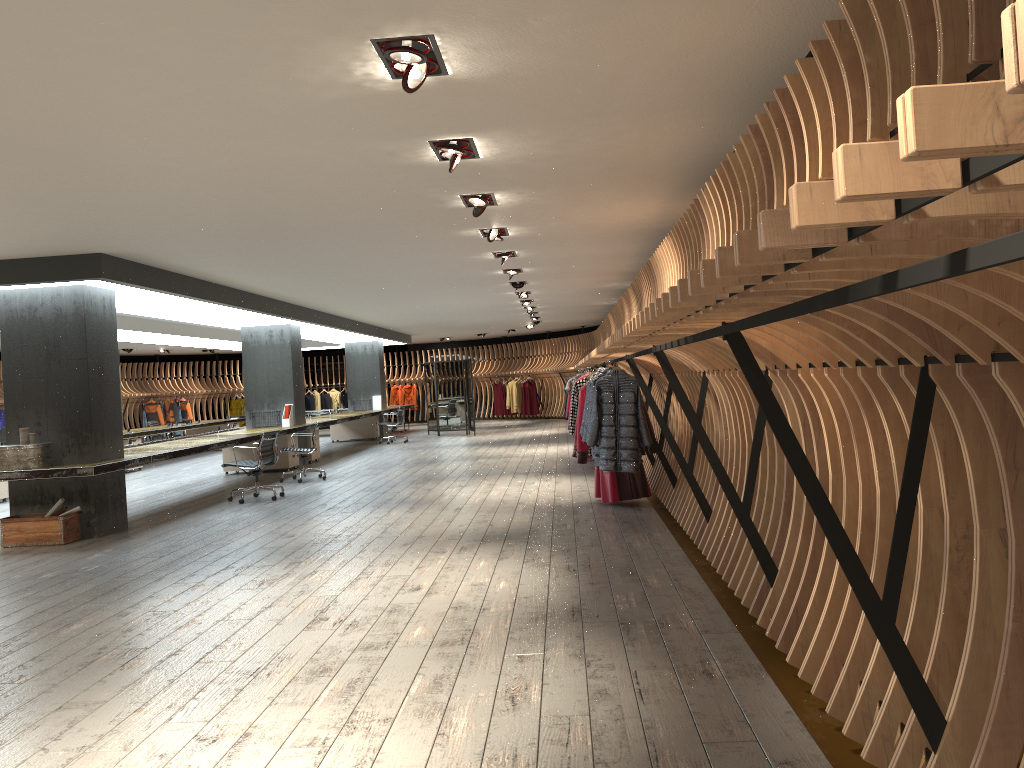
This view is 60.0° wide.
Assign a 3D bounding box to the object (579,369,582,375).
[{"bbox_3d":[1.552,-0.190,19.746,0.525,0.270,0.012,-3,-1,3],"label":"object"}]

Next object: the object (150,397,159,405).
[{"bbox_3d":[-10.808,0.522,26.598,0.525,0.270,0.012,-3,-1,18],"label":"object"}]

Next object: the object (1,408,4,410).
[{"bbox_3d":[-11.603,0.606,20.231,0.525,0.270,0.012,-3,-1,3],"label":"object"}]

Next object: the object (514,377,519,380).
[{"bbox_3d":[0.149,-0.153,28.168,0.525,0.270,0.012,-3,-1,3],"label":"object"}]

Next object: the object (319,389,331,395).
[{"bbox_3d":[-6.401,0.236,30.223,0.525,0.270,0.012,-3,-1,28],"label":"object"}]

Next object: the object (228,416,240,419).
[{"bbox_3d":[-7.004,0.851,22.402,0.302,0.074,0.217,-3,0,-2],"label":"object"}]

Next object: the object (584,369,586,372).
[{"bbox_3d":[1.367,-0.158,16.441,0.525,0.270,0.012,-3,0,43],"label":"object"}]

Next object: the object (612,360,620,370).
[{"bbox_3d":[0.861,-0.096,7.292,0.440,0.226,0.010,-3,0,43],"label":"object"}]

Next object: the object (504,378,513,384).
[{"bbox_3d":[-0.049,-0.138,28.397,0.525,0.270,0.012,-4,-1,-32],"label":"object"}]

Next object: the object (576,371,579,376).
[{"bbox_3d":[1.647,-0.198,21.868,0.523,0.289,0.015,-3,-1,13],"label":"object"}]

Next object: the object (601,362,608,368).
[{"bbox_3d":[0.967,-0.080,8.874,0.523,0.291,0.015,-3,-1,13],"label":"object"}]

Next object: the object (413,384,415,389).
[{"bbox_3d":[-3.334,0.049,30.259,0.012,0.270,0.525,-3,0,-17],"label":"object"}]

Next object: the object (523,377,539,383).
[{"bbox_3d":[0.588,-0.172,27.594,0.525,0.270,0.012,-4,-1,-22],"label":"object"}]

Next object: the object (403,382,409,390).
[{"bbox_3d":[-3.557,0.063,30.306,0.012,0.270,0.525,-4,0,33],"label":"object"}]

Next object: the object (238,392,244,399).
[{"bbox_3d":[-8.853,0.393,29.055,0.525,0.270,0.012,-3,-1,33],"label":"object"}]

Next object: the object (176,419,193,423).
[{"bbox_3d":[-7.728,0.877,20.917,0.261,0.111,0.373,-3,0,3],"label":"object"}]

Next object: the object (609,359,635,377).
[{"bbox_3d":[0.896,-0.094,7.657,0.438,0.244,0.010,-3,-1,3],"label":"object"}]

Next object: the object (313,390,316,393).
[{"bbox_3d":[-6.699,0.255,30.156,0.012,0.270,0.525,-3,0,-42],"label":"object"}]

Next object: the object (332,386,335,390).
[{"bbox_3d":[-6.102,0.216,30.303,0.525,0.270,0.012,-3,-1,28],"label":"object"}]

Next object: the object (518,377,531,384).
[{"bbox_3d":[0.437,-0.164,27.807,0.525,0.270,0.012,-4,-1,-22],"label":"object"}]

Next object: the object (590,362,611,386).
[{"bbox_3d":[0.873,-0.100,7.778,0.440,0.226,0.010,-3,-1,28],"label":"object"}]

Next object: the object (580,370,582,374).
[{"bbox_3d":[1.498,-0.179,18.833,0.525,0.270,0.012,-3,-1,8],"label":"object"}]

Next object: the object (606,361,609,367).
[{"bbox_3d":[0.925,-0.110,8.466,0.010,0.226,0.440,-3,0,-37],"label":"object"}]

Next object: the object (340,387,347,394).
[{"bbox_3d":[-5.729,0.191,30.362,0.012,0.270,0.525,-4,0,28],"label":"object"}]

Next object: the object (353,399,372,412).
[{"bbox_3d":[-3.845,0.553,22.804,0.459,0.290,0.329,-3,0,6],"label":"object"}]

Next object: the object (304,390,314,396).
[{"bbox_3d":[-6.886,0.266,30.088,0.525,0.270,0.012,-3,0,38],"label":"object"}]

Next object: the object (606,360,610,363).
[{"bbox_3d":[0.913,-0.108,8.230,0.440,0.226,0.010,-3,-1,-7],"label":"object"}]

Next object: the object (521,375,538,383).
[{"bbox_3d":[0.536,-0.169,27.680,0.525,0.270,0.012,-3,-1,3],"label":"object"}]

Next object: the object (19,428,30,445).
[{"bbox_3d":[-4.756,0.531,8.750,0.088,0.204,0.262,-3,0,2],"label":"object"}]

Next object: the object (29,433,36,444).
[{"bbox_3d":[-4.675,0.533,8.642,0.062,0.109,0.062,-3,0,-26],"label":"object"}]

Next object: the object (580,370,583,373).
[{"bbox_3d":[1.564,-0.188,19.634,0.525,0.270,0.012,-3,-1,3],"label":"object"}]

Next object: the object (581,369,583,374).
[{"bbox_3d":[1.453,-0.173,18.047,0.525,0.270,0.012,-3,-1,3],"label":"object"}]

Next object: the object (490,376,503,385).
[{"bbox_3d":[-0.476,-0.114,28.785,0.525,0.270,0.012,-3,-1,3],"label":"object"}]

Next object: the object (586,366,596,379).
[{"bbox_3d":[1.145,-0.119,12.392,0.525,0.270,0.012,-3,-1,-7],"label":"object"}]

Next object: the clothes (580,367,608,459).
[{"bbox_3d":[0.872,0.272,8.190,0.501,0.854,0.244,-3,-1,-12],"label":"clothes"}]

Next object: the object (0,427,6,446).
[{"bbox_3d":[-8.115,0.837,14.026,0.365,0.316,0.373,-3,0,3],"label":"object"}]

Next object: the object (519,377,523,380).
[{"bbox_3d":[0.283,-0.160,27.991,0.012,0.270,0.525,-4,0,43],"label":"object"}]

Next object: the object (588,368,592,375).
[{"bbox_3d":[1.136,-0.120,12.574,0.525,0.270,0.012,-3,-1,3],"label":"object"}]

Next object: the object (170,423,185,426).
[{"bbox_3d":[-7.188,0.880,19.028,0.302,0.071,0.209,-3,0,-2],"label":"object"}]

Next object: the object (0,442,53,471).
[{"bbox_3d":[-4.801,0.714,8.713,0.497,0.239,0.303,-3,0,4],"label":"object"}]

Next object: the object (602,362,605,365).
[{"bbox_3d":[0.975,-0.092,9.148,0.525,0.270,0.012,-3,-1,33],"label":"object"}]

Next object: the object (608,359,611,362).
[{"bbox_3d":[0.912,-0.101,7.934,0.438,0.242,0.016,-3,-1,28],"label":"object"}]

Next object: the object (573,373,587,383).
[{"bbox_3d":[1.364,-0.156,16.228,0.525,0.270,0.012,-3,-1,3],"label":"object"}]

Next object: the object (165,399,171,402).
[{"bbox_3d":[-10.526,0.504,27.119,0.525,0.270,0.012,-3,-1,23],"label":"object"}]

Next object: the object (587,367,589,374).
[{"bbox_3d":[1.192,-0.128,13.636,0.525,0.270,0.012,-3,-1,33],"label":"object"}]

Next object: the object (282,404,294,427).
[{"bbox_3d":[-3.911,0.547,15.450,0.129,0.383,0.239,-4,0,3],"label":"object"}]

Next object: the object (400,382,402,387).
[{"bbox_3d":[-3.803,0.077,30.362,0.012,0.270,0.525,-4,0,8],"label":"object"}]

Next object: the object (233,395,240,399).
[{"bbox_3d":[-8.991,0.402,28.936,0.525,0.270,0.012,-3,-1,33],"label":"object"}]

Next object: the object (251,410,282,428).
[{"bbox_3d":[-4.265,0.620,15.413,0.459,0.290,0.329,-3,0,1],"label":"object"}]
